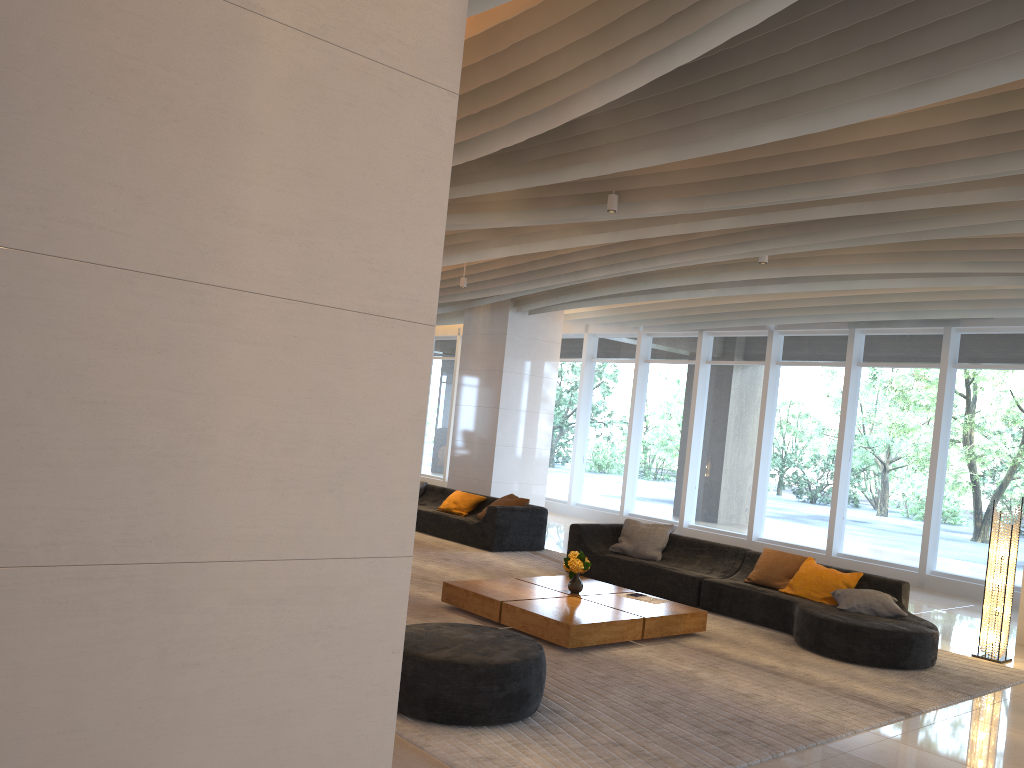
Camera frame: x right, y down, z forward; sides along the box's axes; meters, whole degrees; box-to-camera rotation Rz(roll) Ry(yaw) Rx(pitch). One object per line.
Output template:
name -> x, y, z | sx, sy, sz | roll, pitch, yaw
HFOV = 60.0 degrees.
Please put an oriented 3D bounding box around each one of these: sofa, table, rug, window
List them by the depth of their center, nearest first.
table -> 0.519, 1.915, 7.543 | 1.633, 0.220, 1.569 | 8, -3, -41
sofa -> 2.256, 1.963, 8.798 | 1.363, 0.582, 4.106 | 7, -3, -33
rug -> -2.889, 1.863, 11.527 | 5.625, 0.022, 15.900 | 8, -3, -40
sofa -> -1.308, 1.781, 12.760 | 1.379, 0.582, 4.061 | 8, -3, -42
window -> -0.755, 0.423, 15.842 | 53.933, 3.220, 22.377 | 5, -3, 14

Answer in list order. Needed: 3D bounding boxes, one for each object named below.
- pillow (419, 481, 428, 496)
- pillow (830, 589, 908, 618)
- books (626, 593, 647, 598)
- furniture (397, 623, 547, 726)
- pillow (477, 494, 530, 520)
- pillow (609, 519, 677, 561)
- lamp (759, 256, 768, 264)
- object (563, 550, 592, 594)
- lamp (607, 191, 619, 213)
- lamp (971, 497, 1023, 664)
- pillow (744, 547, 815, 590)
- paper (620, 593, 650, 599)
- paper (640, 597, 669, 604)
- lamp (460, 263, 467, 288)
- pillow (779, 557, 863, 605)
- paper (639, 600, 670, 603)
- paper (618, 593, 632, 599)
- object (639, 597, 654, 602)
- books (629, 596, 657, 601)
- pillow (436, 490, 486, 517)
pillow -> -1.639, 1.648, 13.507 | 0.471, 0.416, 0.652 | 7, -2, -40
pillow -> 3.101, 1.912, 7.734 | 0.582, 0.209, 0.442 | 5, -2, 9
books -> 1.100, 1.866, 7.831 | 0.109, 0.011, 0.185 | 4, -3, 40
furniture -> -0.294, 1.651, 5.120 | 1.001, 0.364, 0.966 | 7, -3, -31
pillow -> -0.123, 1.667, 11.868 | 0.554, 0.377, 0.631 | 6, -2, -18
pillow -> 1.468, 1.745, 10.003 | 0.628, 0.377, 0.556 | 5, -2, 27
lamp -> 2.607, -1.966, 8.935 | 0.089, 1.506, 0.089 | 6, 1, 4
object -> 0.552, 1.625, 7.689 | 0.271, 0.377, 0.231 | 6, -1, -39
lamp -> 0.917, -2.203, 7.476 | 0.089, 1.506, 0.089 | 6, 1, 4
lamp -> 4.309, 1.703, 7.826 | 0.255, 1.451, 0.245 | 5, 1, -41
pillow -> 2.592, 1.825, 8.642 | 0.377, 0.374, 0.565 | 7, -2, -42
paper -> 1.081, 1.873, 7.840 | 0.182, 0.001, 0.262 | 4, -3, 41
paper -> 1.234, 1.882, 7.709 | 0.182, 0.001, 0.261 | 4, -3, 36
lamp -> -0.624, -2.126, 12.653 | 0.087, 1.506, 0.091 | 6, 1, 40
pillow -> 2.866, 1.849, 8.228 | 0.484, 0.403, 0.595 | 7, -2, -33
paper -> 1.234, 1.883, 7.709 | 0.186, 0.001, 0.265 | 4, -3, 37
paper -> 1.075, 1.873, 7.841 | 0.193, 0.001, 0.268 | 4, -3, 41
object -> 1.192, 1.873, 7.742 | 0.103, 0.014, 0.184 | 4, -3, 31
books -> 1.147, 1.872, 7.768 | 0.208, 0.011, 0.184 | 4, -3, 30
pillow -> -0.736, 1.710, 12.450 | 0.459, 0.394, 0.624 | 7, -2, -41
